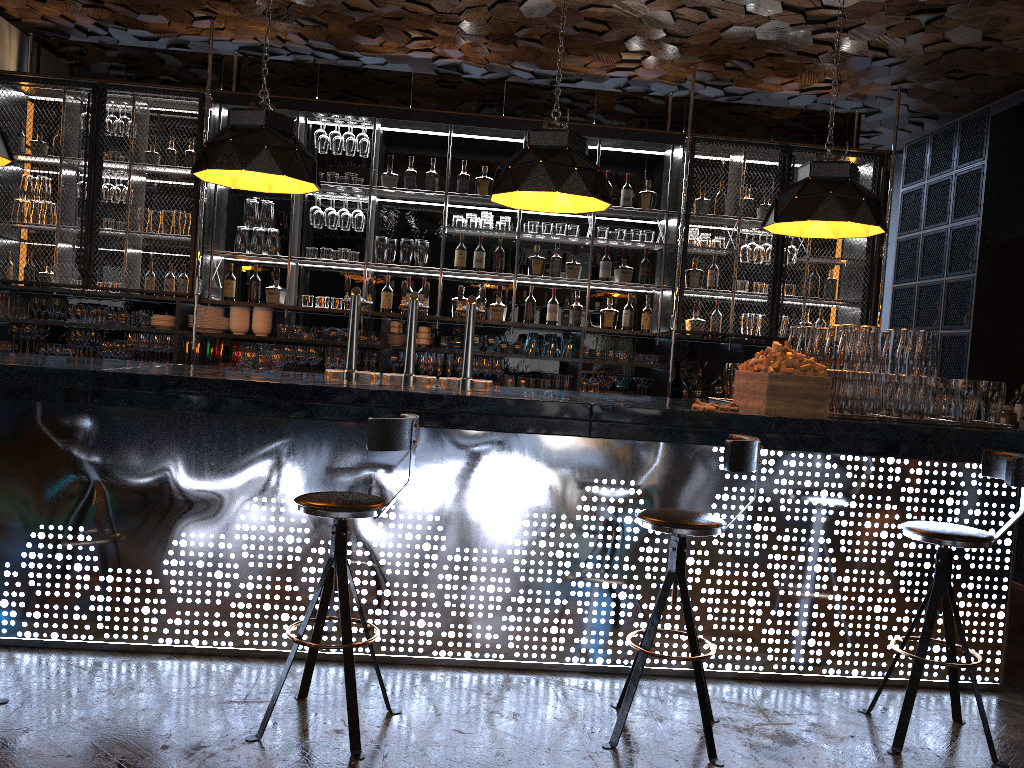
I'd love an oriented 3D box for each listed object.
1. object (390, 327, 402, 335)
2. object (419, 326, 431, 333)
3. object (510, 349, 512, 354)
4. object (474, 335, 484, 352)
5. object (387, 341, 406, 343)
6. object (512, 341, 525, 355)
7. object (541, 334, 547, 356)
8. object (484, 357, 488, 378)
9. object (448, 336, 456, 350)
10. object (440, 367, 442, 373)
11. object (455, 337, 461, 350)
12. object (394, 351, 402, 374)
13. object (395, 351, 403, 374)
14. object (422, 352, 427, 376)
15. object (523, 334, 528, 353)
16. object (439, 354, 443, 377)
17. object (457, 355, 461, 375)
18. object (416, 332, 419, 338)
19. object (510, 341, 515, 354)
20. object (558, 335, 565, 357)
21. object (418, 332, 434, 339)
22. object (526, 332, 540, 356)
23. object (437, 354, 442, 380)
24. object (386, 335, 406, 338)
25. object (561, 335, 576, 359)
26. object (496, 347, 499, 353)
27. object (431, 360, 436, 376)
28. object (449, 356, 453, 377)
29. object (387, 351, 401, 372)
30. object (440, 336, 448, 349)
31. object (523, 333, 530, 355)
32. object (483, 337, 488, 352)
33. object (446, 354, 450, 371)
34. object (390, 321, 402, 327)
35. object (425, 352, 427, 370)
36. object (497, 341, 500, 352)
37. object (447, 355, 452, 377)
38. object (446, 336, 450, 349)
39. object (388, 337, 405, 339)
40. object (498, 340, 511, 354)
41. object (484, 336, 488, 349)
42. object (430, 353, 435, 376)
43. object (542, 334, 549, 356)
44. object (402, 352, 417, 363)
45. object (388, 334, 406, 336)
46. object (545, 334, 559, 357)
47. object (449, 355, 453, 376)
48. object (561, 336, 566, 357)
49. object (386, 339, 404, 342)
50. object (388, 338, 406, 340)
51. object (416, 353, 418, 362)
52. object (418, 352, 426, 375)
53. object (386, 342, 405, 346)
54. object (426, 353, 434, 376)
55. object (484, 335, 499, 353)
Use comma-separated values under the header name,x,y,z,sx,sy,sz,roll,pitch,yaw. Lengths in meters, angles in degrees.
name,x,y,z,sx,sy,sz,roll,pitch,yaw
object,-0.869,-0.397,6.700,0.107,0.070,0.094,5,2,26
object,-0.659,-0.398,6.694,0.094,0.068,0.106,4,2,-4
object,0.033,-0.280,6.894,0.098,0.097,0.098,3,2,-18
object,-0.266,-0.308,6.690,0.100,0.125,0.100,6,3,35
object,-0.877,-0.310,6.705,0.149,0.023,0.149,3,3,-35
object,0.045,-0.271,6.684,0.098,0.097,0.098,5,2,30
object,0.280,-0.301,6.916,0.101,0.172,0.115,4,2,1
object,-0.214,-0.094,6.938,0.091,0.229,0.091,3,3,-36
object,-0.451,-0.308,6.680,0.067,0.099,0.058,5,2,31
object,-0.553,-0.112,6.729,0.049,0.231,0.049,4,2,5
object,-0.419,-0.309,6.787,0.058,0.099,0.067,4,2,8
object,-0.895,-0.137,6.781,0.108,0.227,0.108,3,2,-24
object,-0.902,-0.142,6.903,0.108,0.227,0.108,5,2,27
object,-0.680,-0.124,6.747,0.058,0.234,0.058,5,2,19
object,0.146,-0.310,6.911,0.115,0.172,0.101,3,2,-19
object,-0.550,-0.114,6.791,0.049,0.231,0.049,5,3,32
object,-0.402,-0.108,6.925,0.091,0.229,0.091,5,2,32
object,-0.713,-0.361,6.790,0.094,0.069,0.105,3,2,-27
object,0.034,-0.276,6.792,0.098,0.097,0.098,5,2,21
object,0.417,-0.291,6.930,0.115,0.172,0.101,4,2,6
object,-0.660,-0.354,6.707,0.094,0.069,0.106,6,3,37
object,0.161,-0.300,6.669,0.115,0.172,0.101,5,2,26
object,-0.549,-0.110,6.662,0.049,0.231,0.049,4,2,7
object,-0.875,-0.354,6.703,0.149,0.025,0.149,2,3,-42
object,0.436,-0.281,6.687,0.101,0.172,0.115,5,2,26
object,-0.081,-0.291,6.964,0.098,0.097,0.098,4,2,-13
object,-0.621,-0.124,6.861,0.058,0.234,0.058,3,2,-27
object,-0.476,-0.109,6.799,0.049,0.231,0.049,4,2,4
object,-0.891,-0.132,6.662,0.108,0.227,0.108,4,2,-13
object,-0.508,-0.310,6.637,0.058,0.099,0.067,6,3,41
object,0.148,-0.305,6.788,0.115,0.172,0.101,4,2,6
object,-0.172,-0.311,6.938,0.108,0.126,0.108,3,3,-33
object,-0.491,-0.113,6.856,0.049,0.231,0.049,4,2,-1
object,-0.877,-0.441,6.698,0.094,0.069,0.106,4,2,2
object,-0.686,-0.127,6.820,0.058,0.234,0.058,3,2,-29
object,-0.063,-0.283,6.784,0.098,0.097,0.098,6,3,34
object,-0.474,-0.104,6.668,0.049,0.231,0.049,4,2,-9
object,-0.500,-0.316,6.802,0.058,0.099,0.067,4,2,-1
object,-0.874,-0.343,6.704,0.149,0.026,0.148,4,2,3
object,-0.058,-0.279,6.683,0.098,0.097,0.098,3,2,-25
object,-0.162,-0.306,6.815,0.108,0.126,0.108,4,2,-9
object,-0.617,-0.120,6.771,0.058,0.234,0.058,5,2,29
object,0.291,-0.296,6.797,0.101,0.172,0.115,5,2,26
object,-0.776,-0.124,6.671,0.108,0.227,0.108,3,3,-34
object,-0.876,-0.365,6.703,0.149,0.026,0.148,4,2,3
object,0.304,-0.290,6.669,0.115,0.172,0.101,3,2,-19
object,-0.477,-0.107,6.733,0.049,0.231,0.049,4,2,0
object,0.434,-0.286,6.804,0.115,0.172,0.101,3,2,-19
object,-0.876,-0.322,6.705,0.149,0.023,0.149,3,2,-20
object,-0.876,-0.334,6.704,0.149,0.024,0.149,4,2,-5
object,-0.790,-0.134,6.911,0.108,0.227,0.108,5,2,32
object,-0.677,-0.120,6.662,0.058,0.234,0.058,6,3,39
object,-0.879,-0.300,6.706,0.149,0.022,0.149,3,3,-35
object,-0.620,-0.117,6.676,0.058,0.234,0.058,4,2,-1
object,-0.156,-0.301,6.700,0.108,0.126,0.108,5,2,30
